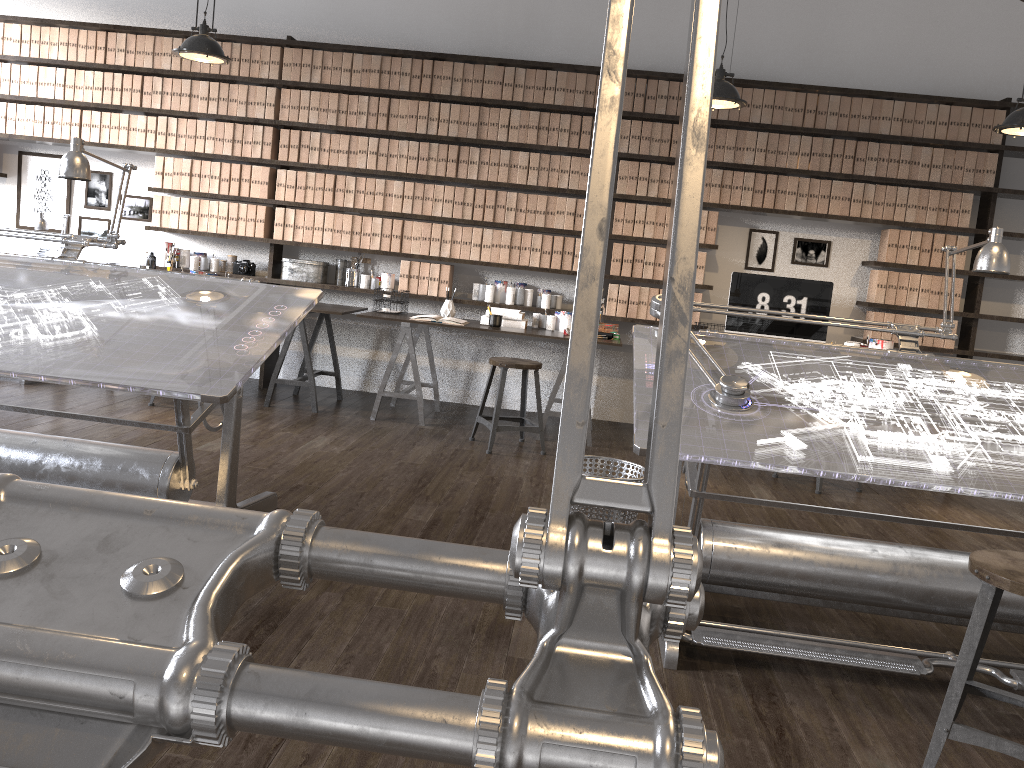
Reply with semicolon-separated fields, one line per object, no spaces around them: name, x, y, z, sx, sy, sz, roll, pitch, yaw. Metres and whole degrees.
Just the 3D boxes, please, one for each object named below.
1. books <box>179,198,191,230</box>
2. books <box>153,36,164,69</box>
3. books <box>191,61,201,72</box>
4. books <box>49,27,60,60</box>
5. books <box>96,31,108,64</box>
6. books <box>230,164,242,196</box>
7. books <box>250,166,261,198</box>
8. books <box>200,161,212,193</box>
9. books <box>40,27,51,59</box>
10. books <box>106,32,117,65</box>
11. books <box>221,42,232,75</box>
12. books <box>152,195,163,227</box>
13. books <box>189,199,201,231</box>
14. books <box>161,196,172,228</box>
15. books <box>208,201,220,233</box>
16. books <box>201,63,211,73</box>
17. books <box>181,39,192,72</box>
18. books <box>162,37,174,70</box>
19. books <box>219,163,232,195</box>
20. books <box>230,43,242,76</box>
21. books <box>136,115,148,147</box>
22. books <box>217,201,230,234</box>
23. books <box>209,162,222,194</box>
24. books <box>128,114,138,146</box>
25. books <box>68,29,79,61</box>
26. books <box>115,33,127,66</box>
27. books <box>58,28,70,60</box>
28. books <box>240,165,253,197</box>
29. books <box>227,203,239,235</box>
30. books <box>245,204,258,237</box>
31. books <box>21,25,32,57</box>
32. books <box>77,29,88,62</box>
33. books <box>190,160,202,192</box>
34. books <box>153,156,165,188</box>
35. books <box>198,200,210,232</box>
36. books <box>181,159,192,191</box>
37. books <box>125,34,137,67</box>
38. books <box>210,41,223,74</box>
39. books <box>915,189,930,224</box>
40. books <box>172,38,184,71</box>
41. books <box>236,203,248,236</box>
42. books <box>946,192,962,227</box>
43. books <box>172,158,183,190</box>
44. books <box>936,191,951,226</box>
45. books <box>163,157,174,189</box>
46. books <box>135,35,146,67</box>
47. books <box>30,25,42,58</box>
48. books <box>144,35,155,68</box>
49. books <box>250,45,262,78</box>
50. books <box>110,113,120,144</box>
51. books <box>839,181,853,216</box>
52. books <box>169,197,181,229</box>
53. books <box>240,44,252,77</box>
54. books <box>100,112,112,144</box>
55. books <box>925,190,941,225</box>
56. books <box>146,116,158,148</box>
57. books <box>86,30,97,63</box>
books;-2.303;-1.211;6.333;0.067;0.225;0.175;6;6;4
books;-2.457;-2.321;6.263;0.067;0.224;0.175;6;6;5
books;-2.184;-2.289;6.243;0.067;0.224;0.175;6;6;5
books;-3.219;-2.410;6.325;0.067;0.224;0.175;6;6;5
books;-2.875;-2.370;6.294;0.067;0.225;0.175;6;6;5
books;-1.930;-1.438;6.280;0.067;0.225;0.175;6;6;5
books;-1.781;-1.421;6.271;0.067;0.224;0.175;6;6;5
books;-2.144;-1.464;6.303;0.067;0.224;0.175;6;6;5
books;-3.288;-2.419;6.335;0.067;0.224;0.175;6;6;4
books;-2.800;-2.362;6.294;0.067;0.224;0.175;6;6;4
books;-1.972;-2.263;6.218;0.067;0.225;0.175;6;6;5
books;-2.503;-1.235;6.349;0.067;0.225;0.175;6;6;4
books;-2.233;-1.204;6.331;0.067;0.224;0.175;6;6;5
books;-2.436;-1.228;6.348;0.067;0.224;0.175;6;6;5
books;-2.095;-1.187;6.318;0.067;0.224;0.175;6;6;4
books;-2.115;-2.281;6.233;0.067;0.224;0.175;6;6;4
books;-2.253;-2.297;6.246;0.067;0.224;0.175;6;6;5
books;-2.394;-2.313;6.256;0.067;0.224;0.175;6;6;5
books;-2.003;-1.447;6.292;0.067;0.224;0.175;6;6;4
books;-1.909;-2.257;6.217;0.067;0.224;0.175;6;6;4
books;-2.600;-1.786;6.317;0.067;0.224;0.175;6;6;4
books;-2.023;-1.178;6.308;0.067;0.224;0.175;6;6;4
books;-2.074;-1.455;6.293;0.067;0.224;0.175;6;6;4
books;-2.662;-1.794;6.324;0.067;0.224;0.175;6;6;4
books;-3.076;-2.393;6.310;0.067;0.225;0.175;6;6;4
books;-2.730;-2.353;6.283;0.067;0.224;0.175;6;6;4
books;-3.148;-2.401;6.316;0.067;0.224;0.175;6;6;5
books;-1.856;-1.430;6.280;0.067;0.224;0.175;6;6;4
books;-1.952;-1.170;6.302;0.067;0.225;0.175;6;6;5
books;-1.824;-1.156;6.298;0.067;0.224;0.175;6;6;5
books;-3.427;-2.434;6.341;0.067;0.225;0.175;6;6;5
books;-3.013;-2.386;6.309;0.067;0.224;0.175;6;6;5
books;-2.214;-1.472;6.309;0.067;0.224;0.175;6;6;5
books;-2.482;-1.503;6.327;0.067;0.225;0.175;6;6;4
books;-2.163;-1.196;6.327;0.067;0.224;0.175;6;6;5
books;-2.281;-1.479;6.309;0.067;0.225;0.175;6;6;4
books;-2.660;-2.345;6.281;0.067;0.224;0.175;6;6;5
books;-2.043;-2.272;6.224;0.067;0.224;0.175;6;6;4
books;2.691;-1.173;5.876;0.067;0.224;0.175;6;6;4
books;-2.323;-2.305;6.248;0.067;0.225;0.175;6;6;4
books;-1.889;-1.163;6.301;0.067;0.224;0.175;6;6;4
books;2.894;-1.149;5.860;0.067;0.224;0.175;6;6;4
books;-2.347;-1.487;6.319;0.067;0.224;0.175;6;6;5
books;2.824;-1.157;5.866;0.067;0.224;0.175;6;6;4
books;-2.410;-1.494;6.323;0.067;0.224;0.175;6;6;5
books;-2.589;-2.337;6.275;0.067;0.224;0.175;6;6;5
books;-3.357;-2.427;6.339;0.067;0.224;0.175;6;6;4
books;-2.523;-2.328;6.264;0.067;0.225;0.175;6;6;4
books;-1.765;-2.240;6.208;0.067;0.224;0.175;6;6;4
books;-2.794;-1.810;6.336;0.067;0.224;0.175;6;6;4
books;2.206;-1.229;5.911;0.067;0.225;0.175;6;6;4
books;-2.374;-1.220;6.341;0.067;0.224;0.175;6;6;5
books;-1.835;-2.248;6.212;0.067;0.224;0.175;6;6;4
books;-2.865;-1.818;6.342;0.067;0.224;0.175;6;6;4
books;2.757;-1.164;5.865;0.067;0.225;0.175;6;6;5
books;-2.528;-1.778;6.309;0.067;0.225;0.175;6;6;5
books;-2.948;-2.379;6.306;0.067;0.224;0.175;6;6;4
